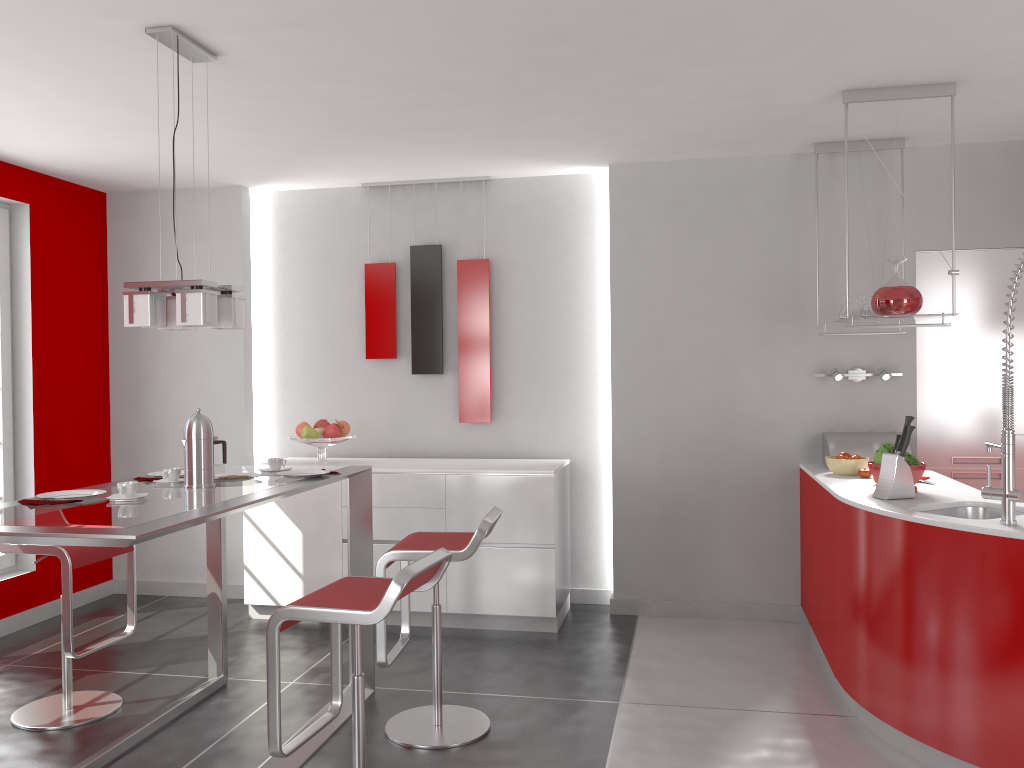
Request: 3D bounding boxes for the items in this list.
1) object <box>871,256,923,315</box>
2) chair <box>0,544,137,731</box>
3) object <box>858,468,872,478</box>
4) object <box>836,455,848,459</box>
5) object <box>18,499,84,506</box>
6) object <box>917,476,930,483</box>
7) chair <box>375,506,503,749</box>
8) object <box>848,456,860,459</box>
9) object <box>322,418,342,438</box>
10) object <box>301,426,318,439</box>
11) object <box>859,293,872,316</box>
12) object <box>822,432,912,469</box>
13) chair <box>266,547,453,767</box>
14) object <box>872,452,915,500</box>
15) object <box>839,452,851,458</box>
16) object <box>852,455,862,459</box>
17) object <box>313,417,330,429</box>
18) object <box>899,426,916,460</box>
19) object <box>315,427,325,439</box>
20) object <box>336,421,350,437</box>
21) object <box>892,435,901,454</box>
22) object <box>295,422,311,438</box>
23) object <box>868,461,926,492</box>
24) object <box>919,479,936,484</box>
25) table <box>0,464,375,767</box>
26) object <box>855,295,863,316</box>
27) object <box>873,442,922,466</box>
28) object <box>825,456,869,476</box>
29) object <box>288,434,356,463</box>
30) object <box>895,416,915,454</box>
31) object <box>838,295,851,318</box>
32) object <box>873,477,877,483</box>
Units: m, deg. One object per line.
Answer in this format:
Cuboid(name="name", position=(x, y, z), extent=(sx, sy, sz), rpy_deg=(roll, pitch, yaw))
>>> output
Cuboid(name="object", position=(1.710, -0.431, 3.945), extent=(0.213, 0.266, 0.213), rpy_deg=(0, 1, 39))
Cuboid(name="chair", position=(-1.895, 0.948, 3.733), extent=(0.460, 0.857, 0.418), rpy_deg=(-1, 1, 14))
Cuboid(name="object", position=(1.687, 0.427, 4.238), extent=(0.063, 0.047, 0.065), rpy_deg=(-1, 1, 11))
Cuboid(name="object", position=(1.641, 0.376, 4.397), extent=(0.062, 0.052, 0.065), rpy_deg=(-1, 1, -4))
Cuboid(name="object", position=(-1.495, 0.376, 2.819), extent=(0.234, 0.012, 0.095), rpy_deg=(-1, 1, 10))
Cuboid(name="object", position=(1.851, 0.445, 4.166), extent=(0.168, 0.006, 0.266), rpy_deg=(0, 1, 38))
Cuboid(name="chair", position=(-0.278, 0.932, 3.508), extent=(0.460, 0.857, 0.418), rpy_deg=(-1, 1, 7))
Cuboid(name="object", position=(1.672, 0.376, 4.339), extent=(0.062, 0.049, 0.066), rpy_deg=(0, 1, 19))
Cuboid(name="object", position=(-1.063, 0.267, 5.237), extent=(0.117, 0.133, 0.097), rpy_deg=(-1, 1, 1))
Cuboid(name="object", position=(-1.179, 0.288, 5.186), extent=(0.100, 0.086, 0.083), rpy_deg=(-1, 1, -29))
Cuboid(name="object", position=(1.723, -0.373, 4.325), extent=(0.060, 0.141, 0.060), rpy_deg=(-1, 1, 11))
Cuboid(name="object", position=(1.877, 0.351, 4.702), extent=(0.400, 0.170, 0.300), rpy_deg=(-1, 1, 11))
Cuboid(name="chair", position=(-0.447, 0.943, 2.689), extent=(0.460, 0.857, 0.418), rpy_deg=(0, 1, 16))
Cuboid(name="object", position=(1.529, 0.366, 3.558), extent=(0.137, 0.178, 0.091), rpy_deg=(-1, 1, -16))
Cuboid(name="object", position=(1.670, 0.371, 4.450), extent=(0.066, 0.058, 0.055), rpy_deg=(-1, 1, -3))
Cuboid(name="object", position=(1.703, 0.375, 4.398), extent=(0.062, 0.049, 0.066), rpy_deg=(-1, 1, 8))
Cuboid(name="object", position=(-1.150, 0.265, 5.401), extent=(0.117, 0.129, 0.150), rpy_deg=(-1, 1, -31))
Cuboid(name="object", position=(1.554, 0.306, 3.535), extent=(0.130, 0.279, 0.012), rpy_deg=(-1, 1, -18))
Cuboid(name="object", position=(-1.155, 0.301, 5.314), extent=(0.084, 0.079, 0.086), rpy_deg=(0, 1, 39))
Cuboid(name="object", position=(-1.027, 0.272, 5.364), extent=(0.097, 0.101, 0.121), rpy_deg=(-1, 1, -10))
Cuboid(name="object", position=(1.540, 0.303, 3.587), extent=(0.091, 0.197, 0.009), rpy_deg=(-1, 1, -18))
Cuboid(name="object", position=(-1.241, 0.279, 5.320), extent=(0.117, 0.105, 0.096), rpy_deg=(0, 1, 40))
Cuboid(name="object", position=(1.641, 0.395, 3.782), extent=(0.228, 0.118, 0.229), rpy_deg=(-1, 1, -17))
Cuboid(name="object", position=(1.858, 0.439, 4.110), extent=(0.041, 0.008, 0.375), rpy_deg=(-1, 1, -12))
Cuboid(name="table", position=(-1.169, 0.874, 3.152), extent=(0.800, 1.000, 1.700), rpy_deg=(-1, 1, 11))
Cuboid(name="object", position=(1.742, -0.374, 4.423), extent=(0.060, 0.141, 0.060), rpy_deg=(-1, 1, 11))
Cuboid(name="object", position=(1.639, 0.342, 3.771), extent=(0.193, 0.182, 0.198), rpy_deg=(0, 1, 17))
Cuboid(name="object", position=(1.656, 0.406, 4.384), extent=(0.201, 0.086, 0.201), rpy_deg=(-1, 1, 12))
Cuboid(name="object", position=(-1.134, 0.391, 5.295), extent=(0.398, 0.159, 0.398), rpy_deg=(-1, 1, -29))
Cuboid(name="object", position=(1.555, 0.290, 3.563), extent=(0.150, 0.322, 0.014), rpy_deg=(-1, 1, -18))
Cuboid(name="object", position=(1.656, -0.373, 4.415), extent=(0.060, 0.141, 0.060), rpy_deg=(-1, 1, -12))
Cuboid(name="object", position=(1.657, 0.428, 3.983), extent=(0.063, 0.048, 0.064), rpy_deg=(-1, 1, -11))
